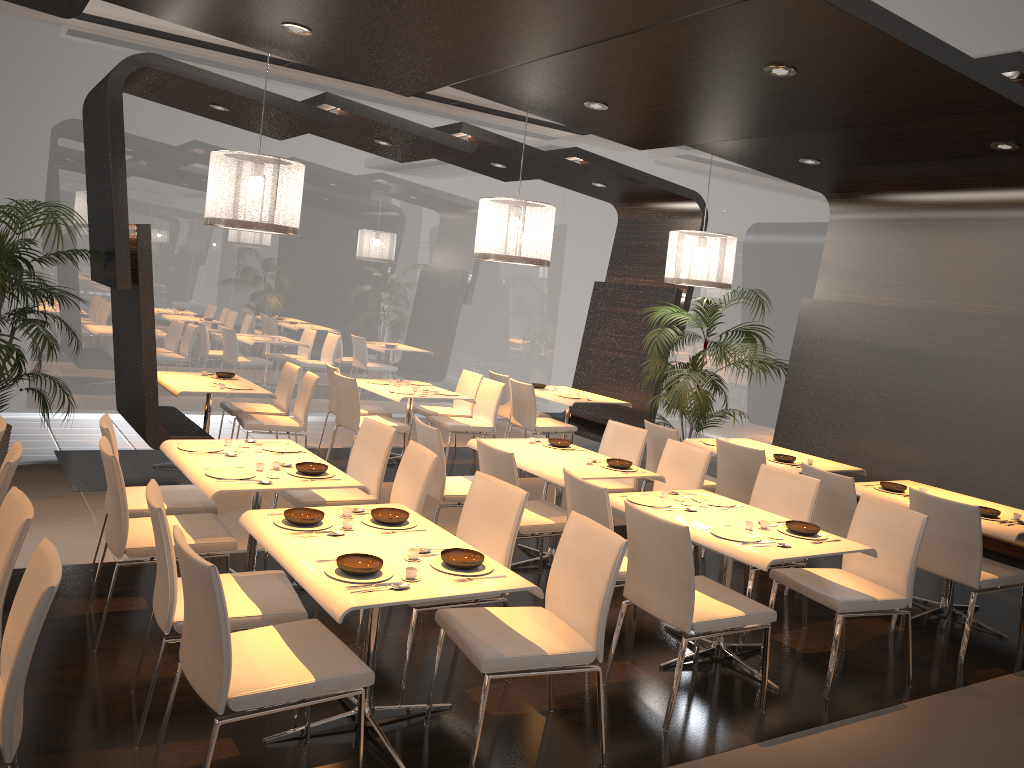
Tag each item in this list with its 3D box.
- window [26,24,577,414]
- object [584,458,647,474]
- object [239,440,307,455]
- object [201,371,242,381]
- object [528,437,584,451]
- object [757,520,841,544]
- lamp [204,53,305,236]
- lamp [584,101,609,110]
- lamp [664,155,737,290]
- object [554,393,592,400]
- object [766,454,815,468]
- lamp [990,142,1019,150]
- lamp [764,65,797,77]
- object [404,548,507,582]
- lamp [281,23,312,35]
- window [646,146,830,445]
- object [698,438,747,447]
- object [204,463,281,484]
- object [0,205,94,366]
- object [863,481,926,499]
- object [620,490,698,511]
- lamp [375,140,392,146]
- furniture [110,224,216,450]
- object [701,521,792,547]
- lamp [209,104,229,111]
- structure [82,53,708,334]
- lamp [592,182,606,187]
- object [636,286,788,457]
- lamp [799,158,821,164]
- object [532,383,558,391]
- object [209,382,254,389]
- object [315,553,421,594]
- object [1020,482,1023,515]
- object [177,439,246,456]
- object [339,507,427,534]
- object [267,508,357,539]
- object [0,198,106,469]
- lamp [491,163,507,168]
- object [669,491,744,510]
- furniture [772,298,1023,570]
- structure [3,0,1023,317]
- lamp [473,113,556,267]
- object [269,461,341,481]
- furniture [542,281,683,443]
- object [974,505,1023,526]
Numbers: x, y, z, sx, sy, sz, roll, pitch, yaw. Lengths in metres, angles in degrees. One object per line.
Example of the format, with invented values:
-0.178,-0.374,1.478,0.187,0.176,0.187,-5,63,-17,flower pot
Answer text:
-1.949,-1.562,10.431,6.563,3.969,0.070,3,3,-33,window
0.640,0.506,5.613,0.303,0.044,0.367,2,7,-34,object
-1.390,0.349,5.096,0.334,0.038,0.379,0,8,-44,object
-2.580,-0.079,7.841,0.303,0.044,0.367,2,7,-34,object
0.293,0.410,6.159,0.303,0.044,0.367,2,7,-34,object
1.407,0.719,4.408,0.303,0.044,0.367,2,7,-34,object
-1.688,-2.012,6.052,0.626,1.925,0.629,6,2,-5,lamp
0.548,-1.819,5.731,0.161,0.050,0.162,3,6,-27,lamp
1.856,-1.880,8.335,0.626,1.925,0.628,6,2,-1,lamp
0.660,0.125,9.186,0.334,0.038,0.379,1,8,-39,object
2.052,0.558,6.525,0.303,0.044,0.367,2,7,-34,object
3.124,-1.521,5.601,0.161,0.050,0.162,3,6,-27,lamp
1.355,-1.595,4.461,0.161,0.050,0.162,3,6,-27,lamp
-0.227,0.660,3.335,0.303,0.044,0.367,2,7,-34,object
-1.133,-1.882,4.649,0.160,0.050,0.161,2,7,-38,lamp
3.347,-0.869,9.254,0.070,3.966,6.627,5,5,-33,window
1.704,0.471,7.014,0.334,0.038,0.379,1,8,-39,object
-1.321,0.437,4.352,0.334,0.038,0.379,1,8,-39,object
-4.580,-0.520,7.300,1.565,2.055,1.506,7,3,19,object
2.550,0.688,5.817,0.303,0.044,0.367,2,7,-34,object
0.804,0.623,4.730,0.334,0.038,0.379,1,8,-39,object
-1.183,-2.237,8.149,0.160,0.055,0.162,2,7,-38,lamp
-2.873,-0.436,7.234,0.755,1.671,1.411,5,4,-33,furniture
1.133,0.714,4.214,0.334,0.038,0.379,1,8,-39,object
-2.429,-2.310,7.344,0.159,0.054,0.161,3,6,-27,lamp
-0.804,-1.554,8.450,5.919,1.723,1.411,2,5,-33,structure
0.939,-2.158,9.516,0.160,0.055,0.162,2,7,-38,lamp
1.865,0.025,8.622,1.501,2.054,1.571,5,4,-20,object
2.316,-1.745,6.871,0.161,0.050,0.162,3,6,-27,lamp
0.334,0.030,9.708,0.303,0.044,0.367,2,7,-34,object
-2.325,0.007,7.326,0.334,0.038,0.379,0,8,-44,object
-0.502,0.653,3.132,0.303,0.044,0.367,2,7,-34,object
3.543,0.653,4.481,1.564,2.055,1.507,7,3,13,object
-1.649,0.346,4.868,0.334,0.038,0.379,1,8,-39,object
-0.566,0.572,3.819,0.303,0.044,0.367,2,7,-34,object
-0.824,0.561,3.660,0.303,0.044,0.367,2,7,-34,object
-3.816,-0.352,6.508,1.557,2.055,1.514,3,4,-39,object
-0.131,-2.198,8.827,0.160,0.055,0.162,2,7,-38,lamp
1.057,0.630,4.914,0.334,0.038,0.379,0,8,-44,object
3.066,0.264,6.627,0.755,1.669,2.922,5,5,-33,furniture
-0.747,-1.077,4.052,10.636,1.731,2.922,2,6,-33,structure
0.098,-1.946,7.202,0.626,1.925,0.629,6,2,-5,lamp
-1.072,0.437,4.563,0.303,0.044,0.367,2,7,-34,object
1.028,-0.291,9.747,0.755,1.671,1.411,5,4,-33,furniture
2.884,0.778,5.312,0.303,0.044,0.367,2,7,-34,object
